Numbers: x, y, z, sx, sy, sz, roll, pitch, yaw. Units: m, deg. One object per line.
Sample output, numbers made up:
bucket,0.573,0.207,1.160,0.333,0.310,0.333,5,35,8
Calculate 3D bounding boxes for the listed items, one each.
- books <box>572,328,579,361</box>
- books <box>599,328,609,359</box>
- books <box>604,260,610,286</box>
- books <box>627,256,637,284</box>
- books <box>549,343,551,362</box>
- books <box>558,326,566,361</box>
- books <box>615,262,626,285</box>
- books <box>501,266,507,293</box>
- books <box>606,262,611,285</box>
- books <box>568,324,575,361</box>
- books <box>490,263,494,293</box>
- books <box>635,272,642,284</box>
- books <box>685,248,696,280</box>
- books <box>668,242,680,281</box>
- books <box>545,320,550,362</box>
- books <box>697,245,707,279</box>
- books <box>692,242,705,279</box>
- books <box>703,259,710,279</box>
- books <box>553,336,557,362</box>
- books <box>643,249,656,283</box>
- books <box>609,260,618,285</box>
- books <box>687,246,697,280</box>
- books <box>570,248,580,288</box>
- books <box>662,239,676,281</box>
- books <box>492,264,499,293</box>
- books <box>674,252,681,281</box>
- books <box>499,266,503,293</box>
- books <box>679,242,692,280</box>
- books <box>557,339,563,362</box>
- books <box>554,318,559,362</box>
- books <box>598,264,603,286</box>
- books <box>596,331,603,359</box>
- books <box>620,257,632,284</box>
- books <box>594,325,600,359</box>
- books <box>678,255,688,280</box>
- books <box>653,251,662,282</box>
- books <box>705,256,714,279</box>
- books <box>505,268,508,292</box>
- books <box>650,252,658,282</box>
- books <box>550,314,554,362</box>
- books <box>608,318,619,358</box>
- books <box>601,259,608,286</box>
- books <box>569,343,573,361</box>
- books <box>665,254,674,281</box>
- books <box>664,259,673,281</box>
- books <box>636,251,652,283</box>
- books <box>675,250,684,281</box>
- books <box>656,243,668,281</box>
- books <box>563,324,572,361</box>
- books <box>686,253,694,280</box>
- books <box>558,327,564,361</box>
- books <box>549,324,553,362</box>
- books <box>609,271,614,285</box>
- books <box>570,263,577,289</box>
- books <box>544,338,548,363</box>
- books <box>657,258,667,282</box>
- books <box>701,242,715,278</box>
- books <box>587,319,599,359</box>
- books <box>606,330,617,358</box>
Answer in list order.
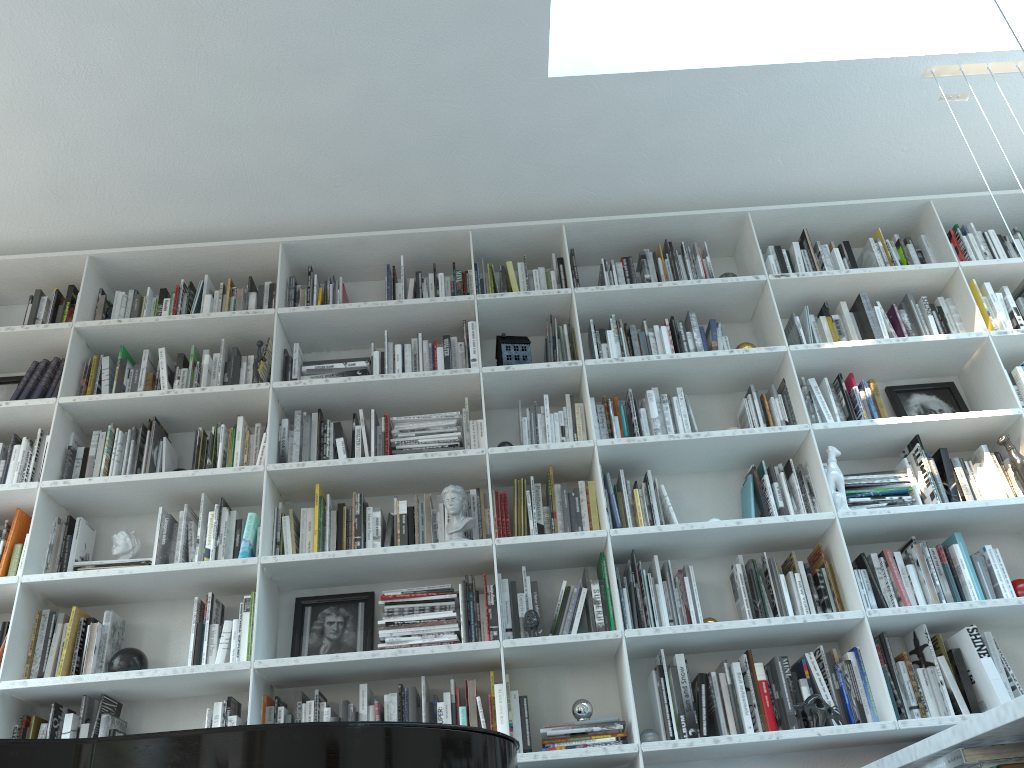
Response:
books,0.270,-0.090,3.808,0.008,0.212,0.225,-4,-31,-2
books,0.399,-0.098,3.840,0.026,0.242,0.149,-4,-31,-2
books,0.428,-0.415,4.030,0.011,0.243,0.173,-4,-31,-2
books,0.546,-0.428,4.039,0.021,0.255,0.169,-4,-31,-2
books,0.162,-0.056,3.832,0.022,0.198,0.144,-4,-31,-2
books,0.223,-0.097,3.861,0.013,0.287,0.132,-4,-31,-2
books,0.492,-0.412,4.028,0.028,0.225,0.164,-4,-31,-2
books,-0.031,-0.387,3.995,0.015,0.232,0.172,-4,-31,-2
books,0.439,-0.416,4.041,0.012,0.253,0.134,-4,-31,-2
books,0.261,-0.105,3.857,0.005,0.290,0.131,-4,-31,-2
books,-0.085,-0.392,4.021,0.007,0.277,0.151,-4,-31,-2
books,0.575,-0.393,4.038,0.031,0.189,0.133,-4,-31,-2
books,0.818,-0.466,4.060,0.019,0.297,0.138,-4,-31,-2
books,0.731,-0.473,4.035,0.015,0.298,0.184,-4,-31,-2
books,0.153,-0.108,3.816,0.021,0.271,0.191,-4,-31,-2
books,0.860,-0.469,4.042,0.008,0.277,0.181,-4,-31,-2
books,0.849,-0.472,4.052,0.013,0.295,0.189,-4,-31,-2
books,0.875,-0.435,4.038,0.018,0.213,0.158,-4,-31,-2
books,0.185,-0.071,3.828,0.024,0.216,0.169,-4,-31,-2
books,0.626,-0.449,4.051,0.024,0.291,0.168,-4,-31,-2
books,0.462,-0.418,4.016,0.013,0.228,0.175,-4,-31,-2
books,0.831,-0.467,4.082,0.008,0.320,0.134,-4,-31,-2
books,0.288,-0.441,4.023,0.019,0.302,0.177,-4,-31,-2
books,0.719,-0.476,4.057,0.007,0.327,0.184,-4,-31,-2
books,-0.064,-0.391,4.009,0.034,0.259,0.158,-4,-31,-2
books,0.752,-0.452,4.055,0.012,0.279,0.145,-4,-31,-2
books,-0.043,-0.389,4.017,0.008,0.260,0.143,-4,-31,-2
books,0.792,-0.473,4.052,0.008,0.305,0.183,-4,-31,-2
books,0.208,-0.072,3.825,0.013,0.209,0.140,-4,-31,-2
books,0.192,-0.114,3.828,0.021,0.286,0.180,-4,-31,-2
books,0.393,-0.404,4.005,0.046,0.205,0.184,-4,-31,-2
books,0.380,-0.092,3.843,0.012,0.238,0.139,-4,-31,-2
books,0.520,-0.427,4.036,0.030,0.254,0.162,-4,-31,-2
books,0.367,-0.106,3.858,0.011,0.278,0.134,-4,-31,-2
books,0.779,-0.444,4.045,0.024,0.251,0.150,-4,-31,-2
books,0.664,-0.445,4.056,0.007,0.283,0.160,-4,-31,-2
books,0.891,-0.439,4.029,0.014,0.207,0.189,-4,-31,-2
books,-0.021,-0.382,4.033,0.007,0.263,0.133,-4,-31,-2
books,0.646,-0.446,4.063,0.017,0.293,0.139,-4,-31,-2
books,0.175,-0.123,3.859,0.025,0.337,0.143,-4,-31,-2
books,0.442,-0.119,3.850,0.011,0.281,0.174,-4,-31,-2
books,0.418,-0.419,4.022,0.009,0.242,0.174,-4,-31,-2
books,0.254,-0.059,3.843,0.015,0.199,0.130,-4,-31,-2
books,0.715,-0.442,4.037,0.008,0.249,0.171,-4,-31,-2
books,0.704,-0.427,4.011,0.018,0.200,0.189,-4,-31,-2
books,0.601,-0.445,4.021,0.028,0.257,0.186,-4,-31,-2
books,0.762,-0.452,4.050,0.008,0.273,0.164,-4,-31,-2
books,0.687,-0.466,4.053,0.006,0.310,0.180,-4,-31,-2
books,0.238,-0.103,3.815,0.013,0.247,0.187,-4,-31,-2
books,0.805,-0.450,4.045,0.014,0.257,0.150,-4,-31,-2
books,0.215,-0.096,3.828,0.005,0.253,0.159,-4,-31,-2
books,0.169,-0.102,3.828,0.022,0.270,0.182,-4,-31,-2
books,0.453,-0.391,4.014,0.009,0.182,0.161,-4,-31,-2
books,0.270,-0.403,4.011,0.033,0.228,0.176,-4,-31,-2
books,0.148,-0.065,3.829,0.019,0.212,0.156,-4,-31,-2
books,0.679,-0.433,4.027,0.018,0.229,0.161,-4,-31,-2
books,0.897,-0.480,4.055,0.006,0.304,0.164,-4,-31,-2
books,0.356,-0.118,3.842,0.012,0.283,0.160,-4,-31,-2
books,0.426,-0.095,3.816,0.026,0.206,0.182,-4,-31,-2
